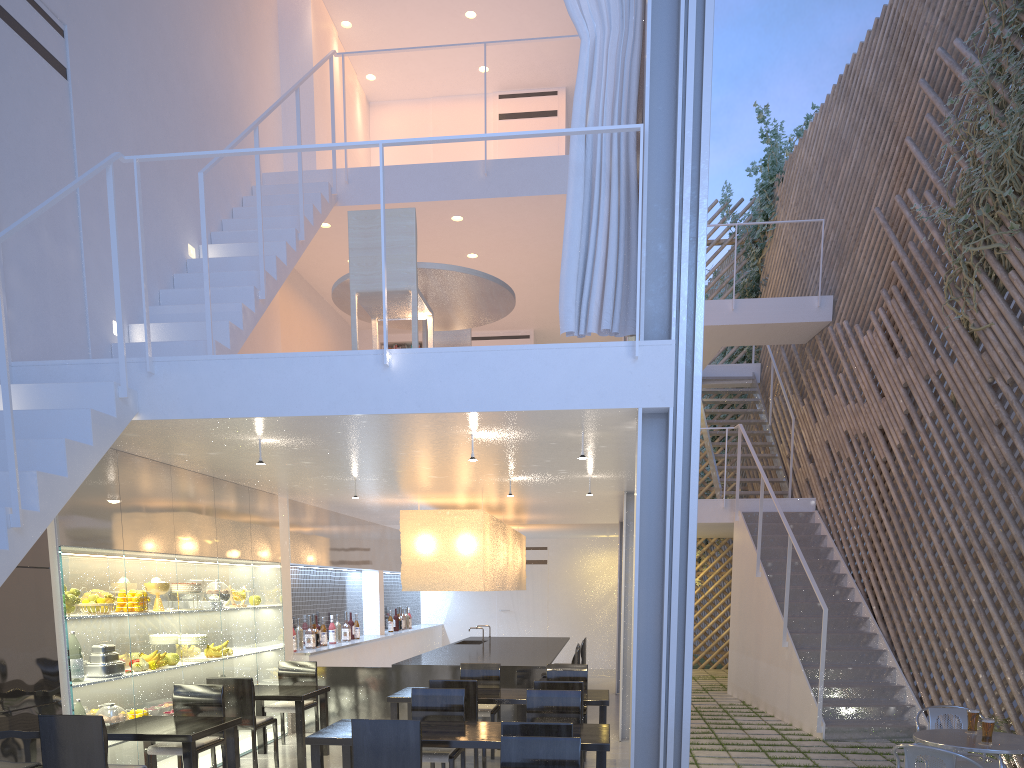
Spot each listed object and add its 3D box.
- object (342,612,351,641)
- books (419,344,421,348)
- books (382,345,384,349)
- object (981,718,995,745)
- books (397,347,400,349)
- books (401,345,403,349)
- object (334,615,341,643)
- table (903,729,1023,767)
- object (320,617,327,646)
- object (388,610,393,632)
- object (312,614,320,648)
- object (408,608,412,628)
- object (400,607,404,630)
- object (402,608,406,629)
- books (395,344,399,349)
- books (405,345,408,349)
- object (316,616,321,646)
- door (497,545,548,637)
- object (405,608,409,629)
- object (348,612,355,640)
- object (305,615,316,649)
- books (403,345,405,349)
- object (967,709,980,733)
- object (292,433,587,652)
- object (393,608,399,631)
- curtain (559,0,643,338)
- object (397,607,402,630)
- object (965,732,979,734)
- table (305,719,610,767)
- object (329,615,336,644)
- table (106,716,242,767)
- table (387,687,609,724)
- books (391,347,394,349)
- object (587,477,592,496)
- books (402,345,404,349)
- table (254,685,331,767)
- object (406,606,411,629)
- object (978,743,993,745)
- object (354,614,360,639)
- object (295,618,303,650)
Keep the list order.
[{"bbox_3d":[-1.086,1.589,5.390,0.046,0.205,0.045,1,7,8],"label":"object"},{"bbox_3d":[-0.660,-0.202,5.942,0.010,0.142,0.088,1,2,7],"label":"books"},{"bbox_3d":[-0.926,-0.195,5.972,0.015,0.143,0.088,1,2,7],"label":"books"},{"bbox_3d":[1.362,0.995,2.356,0.031,0.077,0.031,-4,6,-38],"label":"object"},{"bbox_3d":[-0.812,-0.190,5.959,0.021,0.124,0.091,1,0,7],"label":"books"},{"bbox_3d":[-0.781,-0.200,5.958,0.024,0.146,0.082,1,3,7],"label":"books"},{"bbox_3d":[-1.116,1.566,5.267,0.045,0.188,0.044,-5,9,-36],"label":"object"},{"bbox_3d":[1.387,1.224,2.473,0.349,0.334,0.349,2,-4,-31],"label":"table"},{"bbox_3d":[-1.284,1.141,3.784,0.058,0.287,2.481,1,-13,8],"label":"object"},{"bbox_3d":[-0.963,1.881,6.524,0.042,0.183,0.040,-3,8,-23],"label":"object"},{"bbox_3d":[-1.274,1.150,3.813,0.106,0.283,2.117,1,-13,9],"label":"object"},{"bbox_3d":[-0.890,2.023,7.110,0.043,0.188,0.042,2,7,19],"label":"object"},{"bbox_3d":[-0.927,1.954,6.860,0.046,0.205,0.045,1,7,8],"label":"object"},{"bbox_3d":[-0.919,1.980,6.932,0.045,0.188,0.044,-5,9,-37],"label":"object"},{"bbox_3d":[-0.829,-0.203,5.963,0.011,0.154,0.081,1,3,7],"label":"books"},{"bbox_3d":[-0.754,-0.201,5.955,0.024,0.146,0.082,1,3,7],"label":"books"},{"bbox_3d":[-1.298,1.162,3.861,0.067,0.283,2.190,1,-13,7],"label":"object"},{"bbox_3d":[-0.766,1.503,5.326,0.479,1.160,5.628,2,-12,19],"label":"door"},{"bbox_3d":[-0.897,1.993,6.985,0.046,0.188,0.043,1,7,6],"label":"object"},{"bbox_3d":[-1.086,1.635,5.557,0.044,0.195,0.044,0,7,-2],"label":"object"},{"bbox_3d":[-1.280,1.139,3.767,0.047,0.283,2.038,1,-13,7],"label":"object"},{"bbox_3d":[-0.763,-0.200,5.956,0.024,0.146,0.082,1,3,7],"label":"books"},{"bbox_3d":[1.423,1.041,2.540,0.031,0.077,0.031,-4,6,-38],"label":"object"},{"bbox_3d":[-0.538,0.807,3.493,1.673,0.811,1.879,-1,-10,4],"label":"object"},{"bbox_3d":[-0.935,1.900,6.626,0.044,0.195,0.044,0,7,-2],"label":"object"},{"bbox_3d":[0.087,-1.338,2.074,0.516,2.444,0.093,0,8,3],"label":"curtain"},{"bbox_3d":[-0.934,1.932,6.774,0.046,0.206,0.044,1,7,6],"label":"object"},{"bbox_3d":[0.001,0.902,2.679,2.903,0.441,0.059,-2,8,7],"label":"object"},{"bbox_3d":[-0.151,1.265,2.631,0.916,0.332,0.354,-1,-4,6],"label":"table"},{"bbox_3d":[-1.123,1.535,5.142,0.044,0.188,0.041,1,7,7],"label":"object"},{"bbox_3d":[-1.142,1.293,2.742,0.359,0.332,0.354,0,-4,7],"label":"table"},{"bbox_3d":[-0.044,1.493,3.552,0.916,0.332,0.354,-1,-4,6],"label":"table"},{"bbox_3d":[-0.857,-0.189,5.974,0.021,0.132,0.069,1,3,7],"label":"books"},{"bbox_3d":[0.327,0.429,3.460,0.029,0.080,0.028,2,6,18],"label":"object"},{"bbox_3d":[-0.772,-0.200,5.957,0.024,0.146,0.082,1,3,7],"label":"books"},{"bbox_3d":[-1.035,1.521,3.663,0.359,0.332,0.354,0,-4,7],"label":"table"},{"bbox_3d":[-0.899,2.000,7.047,0.045,0.205,0.046,-6,10,-42],"label":"object"},{"bbox_3d":[-0.034,0.890,2.566,2.867,0.407,0.036,-2,8,9],"label":"object"},{"bbox_3d":[-1.063,1.658,5.625,0.042,0.183,0.040,-3,8,-23],"label":"object"},{"bbox_3d":[-1.315,1.123,3.704,0.046,0.283,1.911,1,-13,8],"label":"object"}]
